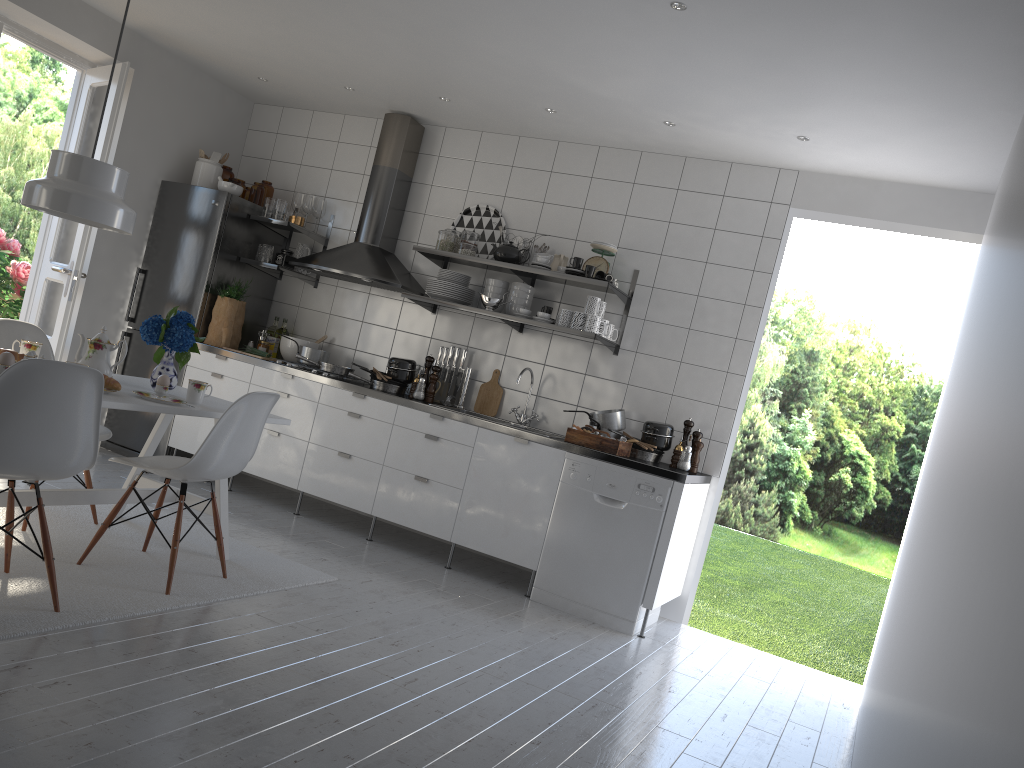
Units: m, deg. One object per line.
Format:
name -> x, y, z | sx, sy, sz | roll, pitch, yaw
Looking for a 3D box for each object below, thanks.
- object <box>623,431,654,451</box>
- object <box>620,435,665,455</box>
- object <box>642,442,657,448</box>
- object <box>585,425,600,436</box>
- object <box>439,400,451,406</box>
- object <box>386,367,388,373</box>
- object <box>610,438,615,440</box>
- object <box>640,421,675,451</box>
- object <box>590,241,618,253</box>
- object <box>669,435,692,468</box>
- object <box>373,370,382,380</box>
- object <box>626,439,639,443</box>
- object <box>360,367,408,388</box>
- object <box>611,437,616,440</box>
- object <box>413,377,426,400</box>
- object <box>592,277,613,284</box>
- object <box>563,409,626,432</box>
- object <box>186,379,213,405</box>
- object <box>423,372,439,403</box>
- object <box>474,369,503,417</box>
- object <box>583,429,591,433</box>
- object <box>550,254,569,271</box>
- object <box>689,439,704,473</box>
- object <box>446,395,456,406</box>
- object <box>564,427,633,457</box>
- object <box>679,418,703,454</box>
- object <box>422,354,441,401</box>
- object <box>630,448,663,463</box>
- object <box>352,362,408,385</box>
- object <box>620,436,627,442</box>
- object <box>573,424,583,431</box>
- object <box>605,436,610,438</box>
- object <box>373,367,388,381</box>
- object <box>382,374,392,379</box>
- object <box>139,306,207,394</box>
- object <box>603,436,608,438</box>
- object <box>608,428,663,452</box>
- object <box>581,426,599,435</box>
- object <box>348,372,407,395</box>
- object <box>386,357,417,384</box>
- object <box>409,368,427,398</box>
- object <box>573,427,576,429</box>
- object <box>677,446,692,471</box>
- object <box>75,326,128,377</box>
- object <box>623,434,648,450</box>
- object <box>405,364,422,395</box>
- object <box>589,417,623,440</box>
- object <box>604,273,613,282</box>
object -> 0.678, 0.308, 4.799 | 0.059, 0.061, 0.333 | 14, 0, -18
object -> 0.677, 0.335, 4.858 | 0.348, 0.082, 0.242 | 14, 0, -25
object -> 0.702, 0.326, 4.826 | 0.065, 0.021, 0.335 | 14, 0, -13
object -> 0.508, 0.301, 4.785 | 0.265, 0.107, 0.048 | 14, 2, 20
object -> -0.410, 0.114, 5.418 | 0.072, 0.031, 0.070 | 14, 0, 24
object -> -0.751, -0.059, 5.645 | 0.100, 0.201, 0.081 | 14, 2, 14
object -> 0.523, 0.312, 4.595 | 0.069, 0.060, 0.044 | 15, 1, 41
object -> 0.797, 0.285, 4.874 | 0.191, 0.159, 0.197 | 14, 1, -15
object -> 0.530, -0.786, 5.119 | 0.163, 0.047, 0.163 | 14, 0, -17
object -> 0.913, 0.362, 4.792 | 0.080, 0.192, 0.058 | 14, 2, 13
object -> -0.810, -0.057, 5.318 | 0.064, 0.044, 0.334 | 14, 0, -10
object -> 0.544, 0.316, 4.743 | 0.270, 0.094, 0.050 | 14, 1, 28
object -> -0.795, -0.034, 5.381 | 0.348, 0.082, 0.242 | 14, 0, -25
object -> 0.523, 0.310, 4.600 | 0.042, 0.062, 0.069 | 13, 1, -36
object -> -0.543, 0.027, 5.255 | 0.069, 0.135, 0.069 | 14, 2, 4
object -> 0.500, -0.567, 4.925 | 0.120, 0.021, 0.121 | 14, 0, 28
object -> 0.466, 0.189, 5.000 | 0.371, 0.169, 0.202 | 14, 1, 1
object -> -1.286, 0.036, 3.617 | 0.078, 0.095, 0.091 | 14, 1, 17
object -> -0.480, 0.017, 5.302 | 0.059, 0.184, 0.058 | 13, 2, -38
object -> -0.130, 0.049, 5.460 | 0.157, 0.294, 0.047 | 15, 2, 23
object -> 0.443, 0.296, 4.662 | 0.030, 0.084, 0.219 | 13, 1, -41
object -> 0.281, -0.688, 5.216 | 0.116, 0.152, 0.127 | 13, 2, -40
object -> 0.991, 0.386, 4.779 | 0.059, 0.184, 0.058 | 13, 2, -38
object -> -0.373, 0.104, 5.476 | 0.069, 0.068, 0.029 | 15, 2, 29
object -> 0.463, 0.296, 4.706 | 0.299, 0.100, 0.211 | 14, 0, 26
object -> 0.973, 0.330, 4.859 | 0.123, 0.283, 0.061 | 15, 2, 29
object -> -0.499, -0.038, 5.382 | 0.123, 0.283, 0.061 | 15, 2, 29
object -> 0.659, 0.366, 4.887 | 0.351, 0.061, 0.232 | 14, 0, 2
object -> -0.780, -0.044, 5.375 | 0.245, 0.080, 0.357 | 14, 0, 32
object -> 0.580, 0.306, 4.678 | 0.050, 0.058, 0.053 | 14, 1, 17
object -> 0.386, 0.278, 4.690 | 0.030, 0.093, 0.216 | 13, 1, -41
object -> 0.497, 0.301, 4.662 | 0.054, 0.052, 0.034 | 14, 1, 10
object -> -0.793, -0.060, 5.322 | 0.059, 0.061, 0.333 | 14, 0, -18
object -> -0.769, -0.043, 5.349 | 0.065, 0.021, 0.335 | 14, 0, -13
object -> -1.447, -0.149, 3.744 | 0.264, 0.377, 0.237 | 15, 2, 26
object -> 0.478, 0.289, 4.623 | 0.054, 0.030, 0.053 | 14, 0, 18
object -> 0.692, 0.324, 4.852 | 0.245, 0.080, 0.357 | 14, 0, 32
object -> 0.411, 0.282, 4.790 | 0.117, 0.099, 0.085 | 14, 1, 17
object -> -0.813, -0.002, 5.410 | 0.351, 0.061, 0.232 | 14, 0, 2
object -> -0.674, -0.083, 5.397 | 0.191, 0.159, 0.197 | 14, 1, -15
object -> -0.559, -0.006, 5.315 | 0.080, 0.192, 0.058 | 14, 2, 13
object -> 0.337, 0.255, 4.693 | 0.049, 0.048, 0.048 | 15, 1, 34
object -> 0.928, 0.395, 4.732 | 0.069, 0.135, 0.069 | 14, 2, 4
object -> -1.592, -0.112, 3.422 | 0.148, 0.231, 0.141 | 15, 2, 42
object -> 0.662, 0.311, 4.795 | 0.064, 0.044, 0.334 | 14, 0, -10
object -> -0.637, -0.030, 5.646 | 0.100, 0.201, 0.081 | 16, 2, 44
object -> 0.515, 0.282, 4.930 | 0.200, 0.154, 0.348 | 14, 0, 8
object -> 0.530, -0.593, 4.924 | 0.069, 0.059, 0.082 | 14, 1, 2
